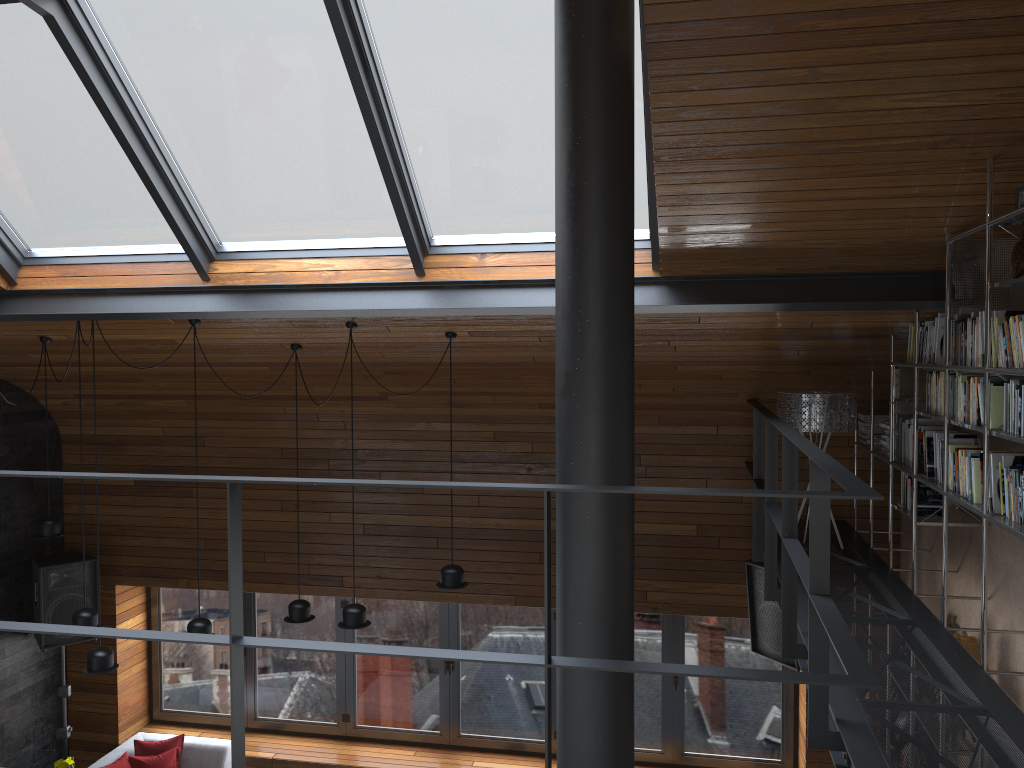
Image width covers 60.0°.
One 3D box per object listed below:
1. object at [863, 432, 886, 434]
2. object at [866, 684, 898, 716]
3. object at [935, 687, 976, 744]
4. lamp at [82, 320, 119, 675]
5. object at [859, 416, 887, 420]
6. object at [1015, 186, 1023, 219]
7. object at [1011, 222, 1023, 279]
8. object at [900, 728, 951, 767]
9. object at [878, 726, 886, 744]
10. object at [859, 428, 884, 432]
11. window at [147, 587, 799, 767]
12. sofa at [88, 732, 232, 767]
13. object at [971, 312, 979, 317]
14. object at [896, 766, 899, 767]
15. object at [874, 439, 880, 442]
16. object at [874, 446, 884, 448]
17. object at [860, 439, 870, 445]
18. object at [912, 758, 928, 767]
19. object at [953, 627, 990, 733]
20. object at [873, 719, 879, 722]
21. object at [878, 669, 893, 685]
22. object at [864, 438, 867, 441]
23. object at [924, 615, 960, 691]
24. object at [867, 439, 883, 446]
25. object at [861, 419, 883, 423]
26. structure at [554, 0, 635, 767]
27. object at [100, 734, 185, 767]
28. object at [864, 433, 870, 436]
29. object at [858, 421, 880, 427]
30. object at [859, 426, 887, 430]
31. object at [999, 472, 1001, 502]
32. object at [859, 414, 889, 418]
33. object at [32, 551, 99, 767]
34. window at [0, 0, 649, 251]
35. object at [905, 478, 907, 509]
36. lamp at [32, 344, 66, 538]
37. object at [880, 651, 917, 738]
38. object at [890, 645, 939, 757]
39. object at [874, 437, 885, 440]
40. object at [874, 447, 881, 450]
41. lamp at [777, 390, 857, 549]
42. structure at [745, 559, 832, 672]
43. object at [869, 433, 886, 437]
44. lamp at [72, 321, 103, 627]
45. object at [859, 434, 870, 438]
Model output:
[{"bbox_3d":[2.559,0.334,6.136,0.224,0.017,0.167,0,2,11],"label":"object"},{"bbox_3d":[2.510,2.106,5.923,0.278,0.222,0.138,1,2,22],"label":"object"},{"bbox_3d":[2.109,1.572,4.217,0.208,0.280,0.131,-1,2,-7],"label":"object"},{"bbox_3d":[-2.573,0.640,5.494,0.210,2.273,0.210,-2,3,-41],"label":"lamp"},{"bbox_3d":[2.547,0.236,6.138,0.246,0.016,0.182,0,2,11],"label":"object"},{"bbox_3d":[1.955,-0.694,3.376,0.029,0.117,0.086,0,2,-3],"label":"object"},{"bbox_3d":[1.987,-0.498,3.264,0.138,0.222,0.278,-2,2,-33],"label":"object"},{"bbox_3d":[2.273,2.033,4.922,0.219,0.440,0.462,0,2,11],"label":"object"},{"bbox_3d":[2.528,2.348,5.958,0.267,0.223,0.060,-2,2,-33],"label":"object"},{"bbox_3d":[2.544,0.318,6.124,0.246,0.016,0.182,0,2,11],"label":"object"},{"bbox_3d":[-0.546,2.480,7.729,5.936,1.522,0.101,0,2,11],"label":"window"},{"bbox_3d":[-2.618,3.469,5.642,2.204,0.693,4.035,0,2,11],"label":"sofa"},{"bbox_3d":[2.110,-0.198,3.922,0.146,0.240,0.023,0,2,11],"label":"object"},{"bbox_3d":[2.555,2.717,6.081,0.320,0.114,0.404,0,2,11],"label":"object"},{"bbox_3d":[2.498,0.371,5.881,0.201,0.013,0.161,0,2,11],"label":"object"},{"bbox_3d":[2.515,0.408,5.889,0.226,0.012,0.159,0,2,11],"label":"object"},{"bbox_3d":[2.550,0.405,6.142,0.234,0.025,0.176,0,2,11],"label":"object"},{"bbox_3d":[2.179,2.091,4.529,0.255,0.356,0.167,1,2,31],"label":"object"},{"bbox_3d":[2.294,1.470,4.442,0.215,0.458,0.328,0,2,16],"label":"object"},{"bbox_3d":[2.563,2.336,6.156,0.233,0.229,0.116,-2,3,-39],"label":"object"},{"bbox_3d":[2.556,2.096,6.170,0.233,0.209,0.107,0,2,-2],"label":"object"},{"bbox_3d":[2.564,0.386,6.138,0.216,0.013,0.161,0,2,11],"label":"object"},{"bbox_3d":[2.345,1.459,4.890,0.207,0.442,0.328,0,2,4],"label":"object"},{"bbox_3d":[2.510,0.389,5.879,0.262,0.025,0.176,0,2,11],"label":"object"},{"bbox_3d":[2.555,0.255,6.137,0.233,0.021,0.174,0,2,11],"label":"object"},{"bbox_3d":[0.253,1.049,2.969,1.197,5.700,1.689,0,2,11],"label":"structure"},{"bbox_3d":[-2.956,3.169,7.216,0.528,0.354,0.742,0,2,11],"label":"object"},{"bbox_3d":[2.565,0.349,6.144,0.216,0.012,0.161,0,2,11],"label":"object"},{"bbox_3d":[2.541,0.279,6.124,0.252,0.028,0.180,0,2,11],"label":"object"},{"bbox_3d":[2.544,0.302,6.124,0.246,0.016,0.182,0,2,11],"label":"object"},{"bbox_3d":[2.004,0.426,3.513,0.131,0.180,0.042,0,2,11],"label":"object"},{"bbox_3d":[2.549,0.220,6.148,0.246,0.016,0.182,0,2,11],"label":"object"},{"bbox_3d":[-3.811,2.607,7.393,0.639,2.298,0.686,-2,3,-41],"label":"object"},{"bbox_3d":[-1.253,-1.311,4.523,3.818,1.031,1.213,0,2,11],"label":"window"},{"bbox_3d":[2.287,0.622,5.017,0.111,0.175,0.011,0,2,11],"label":"object"},{"bbox_3d":[-3.257,0.380,6.214,0.210,1.369,0.210,-2,3,-41],"label":"lamp"},{"bbox_3d":[2.472,1.780,5.633,0.244,0.879,0.244,1,3,40],"label":"object"},{"bbox_3d":[2.441,1.813,5.367,0.305,0.840,0.237,0,2,14],"label":"object"},{"bbox_3d":[2.511,0.358,5.862,0.228,0.016,0.182,0,2,11],"label":"object"},{"bbox_3d":[2.499,0.421,5.889,0.201,0.012,0.161,0,2,11],"label":"object"},{"bbox_3d":[1.925,0.552,5.622,0.475,1.002,0.475,1,3,35],"label":"lamp"},{"bbox_3d":[2.002,1.600,6.326,0.488,0.735,0.461,-1,2,-29],"label":"structure"},{"bbox_3d":[2.493,0.342,5.890,0.203,0.013,0.161,0,2,11],"label":"object"},{"bbox_3d":[-2.761,0.561,5.692,0.210,2.036,0.210,-2,3,-41],"label":"lamp"},{"bbox_3d":[2.549,0.361,6.141,0.243,0.012,0.159,0,2,11],"label":"object"}]
